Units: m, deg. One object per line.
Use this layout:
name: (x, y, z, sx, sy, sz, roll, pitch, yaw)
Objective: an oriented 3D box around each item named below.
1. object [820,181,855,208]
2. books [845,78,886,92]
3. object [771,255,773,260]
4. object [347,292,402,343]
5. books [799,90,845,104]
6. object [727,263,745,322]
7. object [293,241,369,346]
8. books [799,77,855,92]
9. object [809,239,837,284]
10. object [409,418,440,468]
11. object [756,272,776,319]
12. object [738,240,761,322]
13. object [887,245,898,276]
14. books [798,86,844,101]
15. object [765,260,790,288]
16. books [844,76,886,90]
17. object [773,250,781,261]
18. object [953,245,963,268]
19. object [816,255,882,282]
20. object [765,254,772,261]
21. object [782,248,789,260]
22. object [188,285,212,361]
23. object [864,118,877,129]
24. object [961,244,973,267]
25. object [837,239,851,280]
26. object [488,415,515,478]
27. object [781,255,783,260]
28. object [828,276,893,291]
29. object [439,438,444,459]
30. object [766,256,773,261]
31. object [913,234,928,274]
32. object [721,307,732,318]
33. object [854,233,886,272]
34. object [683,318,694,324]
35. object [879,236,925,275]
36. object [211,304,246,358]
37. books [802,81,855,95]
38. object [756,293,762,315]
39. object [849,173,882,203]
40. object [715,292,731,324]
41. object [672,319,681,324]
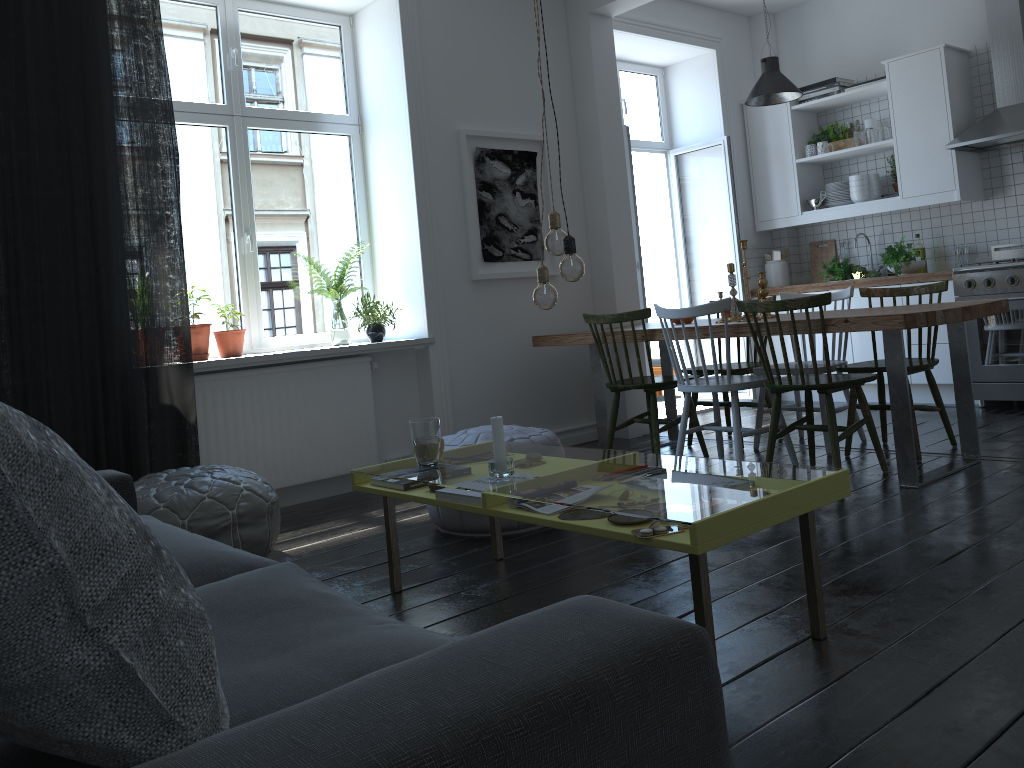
object: (2.482, -1.423, 6.658, 0.307, 0.195, 0.299, -7, 3, -38)
books: (2.640, -2.153, 6.397, 0.262, 0.038, 0.348, -9, 6, -40)
object: (2.105, -0.896, 6.953, 0.034, 0.251, 0.117, -3, -2, -40)
object: (-0.757, -0.380, 4.907, 0.286, 0.296, 0.284, -6, 1, -35)
books: (2.408, -2.157, 6.682, 0.261, 0.044, 0.350, -9, 6, -38)
object: (1.177, -0.487, 4.681, 0.140, 0.312, 0.140, -5, -1, 3)
object: (-0.958, -0.496, 4.901, 0.392, 0.568, 0.328, -5, -1, 14)
books: (2.389, -2.259, 6.694, 0.260, 0.038, 0.324, -9, 6, -38)
object: (2.454, -0.963, 6.937, 0.041, 0.331, 0.219, -3, -1, -40)
object: (-0.272, 0.187, 2.794, 0.097, 0.146, 0.097, -5, 0, 11)
object: (1.323, -0.466, 4.629, 0.101, 0.248, 0.100, -5, -1, -16)
object: (1.172, -0.518, 4.427, 0.113, 0.412, 0.113, -6, -2, 12)
object: (2.796, -0.907, 6.476, 0.085, 0.231, 0.085, -6, -2, 15)
books: (2.390, -2.193, 6.686, 0.261, 0.031, 0.327, -9, 6, -42)
object: (2.084, -0.867, 6.922, 0.175, 0.209, 0.173, -6, 1, -35)
books: (2.644, -2.180, 6.405, 0.276, 0.016, 0.339, -9, 6, -38)
object: (2.086, -0.914, 6.931, 0.064, 0.291, 0.141, -6, -1, 24)
object: (3.105, -0.880, 6.116, 0.059, 0.173, 0.059, -4, -2, -26)
object: (2.468, -0.795, 6.421, 0.467, 0.308, 0.285, -4, 1, 23)
object: (2.034, -0.894, 6.934, 0.054, 0.264, 0.149, -6, -1, 25)
object: (2.130, -0.918, 6.922, 0.130, 0.297, 0.056, -6, -2, 29)
object: (-1.589, -0.296, 4.330, 0.259, 0.371, 0.233, -5, 0, -28)
object: (2.660, -1.843, 6.508, 0.085, 0.223, 0.084, -4, -2, -33)
object: (3.128, -0.878, 6.055, 0.059, 0.173, 0.059, -4, -2, -26)
object: (2.551, -0.952, 6.774, 0.098, 0.319, 0.097, -4, -2, -40)
object: (-0.036, 0.175, 2.508, 0.074, 0.174, 0.074, -5, -1, -5)
object: (2.129, -0.896, 6.929, 0.050, 0.248, 0.114, -6, -1, 15)
object: (2.543, -0.714, 6.438, 0.356, 0.111, 0.370, -8, 5, -40)
object: (-0.265, 0.218, 2.910, 0.087, 0.067, 0.086, -6, 2, -12)
object: (2.057, -0.892, 6.944, 0.061, 0.252, 0.117, -5, -1, -10)
object: (2.905, -0.930, 6.278, 0.066, 0.283, 0.066, -3, -3, -45)
object: (1.208, -0.393, 4.902, 0.085, 0.084, 0.089, -6, 1, -27)
object: (2.652, -0.949, 6.519, 0.188, 0.354, 0.275, -6, 0, 27)
object: (0.993, -0.384, 5.010, 0.091, 0.088, 0.083, -6, 1, -13)
object: (2.717, -0.894, 6.148, 0.270, 0.270, 0.340, -4, 2, 40)
object: (-1.418, -0.273, 4.444, 0.176, 0.278, 0.195, -5, 0, 17)
books: (2.403, -2.225, 6.686, 0.289, 0.031, 0.349, -9, 6, -40)
object: (1.338, -0.420, 4.721, 0.049, 0.139, 0.049, -4, -2, -40)
object: (2.589, -1.426, 6.445, 0.311, 0.217, 0.149, -7, 1, -42)
object: (1.081, -0.394, 4.534, 0.080, 0.161, 0.080, -5, -1, 7)
object: (0.954, -0.388, 5.084, 0.087, 0.090, 0.084, -4, 1, 40)
